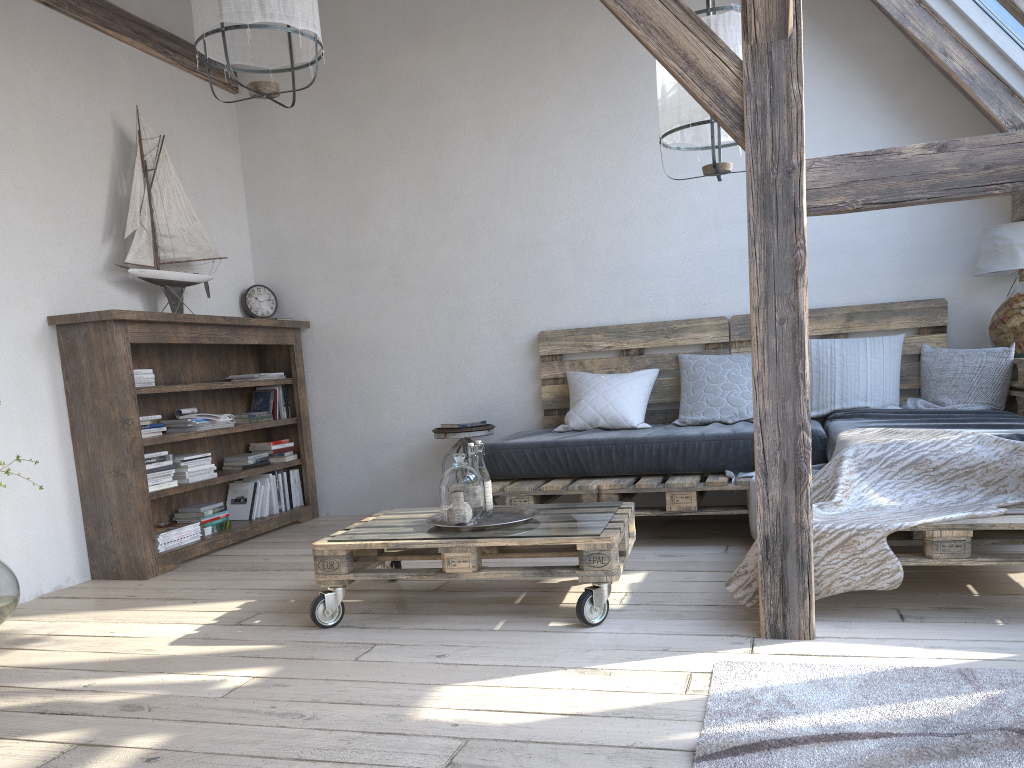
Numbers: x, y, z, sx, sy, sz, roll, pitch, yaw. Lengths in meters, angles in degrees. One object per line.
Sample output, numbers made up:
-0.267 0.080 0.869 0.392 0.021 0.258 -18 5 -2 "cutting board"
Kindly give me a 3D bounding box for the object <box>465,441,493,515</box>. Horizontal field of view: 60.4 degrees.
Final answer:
-0.123 0.339 3.134 0.071 0.271 0.151 -2 7 17 "object"

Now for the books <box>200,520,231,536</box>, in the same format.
-1.585 0.742 4.526 0.173 0.039 0.220 -4 1 17 "books"

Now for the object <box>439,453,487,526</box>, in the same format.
-0.170 0.357 2.980 0.155 0.250 0.154 -6 6 -14 "object"

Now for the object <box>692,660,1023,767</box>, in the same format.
1.119 0.703 0.515 2.191 0.057 3.150 -4 1 17 "object"

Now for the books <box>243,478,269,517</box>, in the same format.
-1.446 0.638 4.930 0.157 0.215 0.089 -2 7 17 "books"

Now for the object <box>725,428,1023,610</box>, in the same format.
1.210 0.415 2.743 1.000 0.480 0.809 -6 4 -43 "object"

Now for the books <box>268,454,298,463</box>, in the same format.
-1.391 0.438 5.148 0.219 0.031 0.160 -4 1 10 "books"

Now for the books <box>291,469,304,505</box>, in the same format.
-1.337 0.622 5.272 0.157 0.223 0.035 -2 8 17 "books"

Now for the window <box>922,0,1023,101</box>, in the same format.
1.718 -1.629 3.343 1.098 1.295 0.843 -2 6 17 "window"

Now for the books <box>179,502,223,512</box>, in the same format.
-1.598 0.632 4.529 0.133 0.021 0.197 -4 1 16 "books"

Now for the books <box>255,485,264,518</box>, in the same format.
-1.455 0.657 4.900 0.139 0.177 0.093 -2 7 17 "books"

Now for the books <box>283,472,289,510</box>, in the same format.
-1.381 0.627 5.126 0.157 0.223 0.017 -2 8 17 "books"

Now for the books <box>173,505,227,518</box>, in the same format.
-1.601 0.655 4.527 0.174 0.025 0.218 -4 1 12 "books"

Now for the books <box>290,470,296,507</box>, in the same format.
-1.370 0.625 5.230 0.158 0.223 0.021 -2 8 17 "books"

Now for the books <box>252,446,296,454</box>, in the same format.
-1.394 0.388 5.145 0.161 0.027 0.200 -3 1 25 "books"

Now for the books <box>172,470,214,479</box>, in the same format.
-1.622 0.453 4.389 0.157 0.017 0.217 -4 1 17 "books"

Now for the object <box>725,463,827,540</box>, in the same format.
1.177 0.487 3.559 0.505 0.280 0.701 -4 2 1 "object"

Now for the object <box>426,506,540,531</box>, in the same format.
-0.099 0.467 3.056 0.395 0.022 0.390 -3 1 37 "object"

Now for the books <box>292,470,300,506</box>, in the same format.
-1.346 0.623 5.246 0.158 0.223 0.021 -2 8 17 "books"

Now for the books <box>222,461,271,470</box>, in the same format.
-1.480 0.454 4.902 0.152 0.024 0.225 -3 1 26 "books"

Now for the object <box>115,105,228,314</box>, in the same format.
-1.683 -0.823 4.338 0.140 1.006 0.778 -1 6 22 "object"

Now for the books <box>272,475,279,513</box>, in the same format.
-1.413 0.631 5.020 0.157 0.223 0.017 -2 8 17 "books"

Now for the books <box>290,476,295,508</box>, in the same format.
-1.357 0.642 5.207 0.139 0.188 0.018 -2 8 17 "books"

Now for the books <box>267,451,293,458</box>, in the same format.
-1.400 0.413 5.140 0.205 0.021 0.148 -4 1 6 "books"

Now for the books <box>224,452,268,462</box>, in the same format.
-1.481 0.408 4.905 0.152 0.024 0.225 -4 1 13 "books"

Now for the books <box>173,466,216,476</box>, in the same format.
-1.617 0.435 4.403 0.157 0.017 0.217 -4 1 22 "books"

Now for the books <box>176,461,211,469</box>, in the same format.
-1.617 0.405 4.391 0.139 0.019 0.182 -4 1 17 "books"

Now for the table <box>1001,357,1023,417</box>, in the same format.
2.501 0.227 3.684 0.675 0.711 1.004 -3 4 17 "table"

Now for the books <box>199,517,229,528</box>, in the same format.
-1.585 0.712 4.523 0.158 0.021 0.222 -4 1 13 "books"

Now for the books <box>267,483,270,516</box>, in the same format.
-1.431 0.652 4.964 0.139 0.186 0.064 -2 7 17 "books"

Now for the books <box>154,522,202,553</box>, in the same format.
-1.672 0.729 4.198 0.238 0.089 0.313 -3 2 17 "books"

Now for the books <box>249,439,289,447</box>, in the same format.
-1.420 0.344 5.155 0.143 0.019 0.199 -4 1 17 "books"

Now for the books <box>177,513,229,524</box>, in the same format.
-1.587 0.691 4.520 0.158 0.021 0.222 -4 1 18 "books"

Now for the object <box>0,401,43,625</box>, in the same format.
-1.987 0.338 3.294 0.275 1.136 0.508 -3 7 3 "object"

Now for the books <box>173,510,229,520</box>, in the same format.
-1.598 0.674 4.530 0.174 0.013 0.227 -4 1 20 "books"

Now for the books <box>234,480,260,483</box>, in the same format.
-1.491 0.645 4.897 0.157 0.209 0.106 -2 7 17 "books"

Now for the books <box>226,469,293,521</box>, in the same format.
-1.446 0.621 5.007 0.202 0.252 0.406 -2 3 17 "books"

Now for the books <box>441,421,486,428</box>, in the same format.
-0.265 0.220 4.803 0.203 0.021 0.150 -5 2 -44 "books"

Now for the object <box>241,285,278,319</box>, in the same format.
-1.486 -0.479 5.183 0.203 0.212 0.082 -7 8 -36 "object"

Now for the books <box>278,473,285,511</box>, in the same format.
-1.398 0.629 5.090 0.158 0.223 0.021 -2 8 17 "books"

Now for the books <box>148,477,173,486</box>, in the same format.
-1.718 0.458 4.097 0.158 0.021 0.216 -4 1 17 "books"

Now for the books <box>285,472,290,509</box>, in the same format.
-1.389 0.628 5.167 0.158 0.223 0.021 -2 8 17 "books"

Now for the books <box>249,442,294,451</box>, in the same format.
-1.403 0.365 5.136 0.158 0.021 0.216 -4 1 21 "books"

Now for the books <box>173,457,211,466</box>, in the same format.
-1.642 0.390 4.405 0.157 0.017 0.217 -4 1 22 "books"

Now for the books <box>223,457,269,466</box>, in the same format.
-1.481 0.430 4.906 0.160 0.023 0.209 -4 1 17 "books"
